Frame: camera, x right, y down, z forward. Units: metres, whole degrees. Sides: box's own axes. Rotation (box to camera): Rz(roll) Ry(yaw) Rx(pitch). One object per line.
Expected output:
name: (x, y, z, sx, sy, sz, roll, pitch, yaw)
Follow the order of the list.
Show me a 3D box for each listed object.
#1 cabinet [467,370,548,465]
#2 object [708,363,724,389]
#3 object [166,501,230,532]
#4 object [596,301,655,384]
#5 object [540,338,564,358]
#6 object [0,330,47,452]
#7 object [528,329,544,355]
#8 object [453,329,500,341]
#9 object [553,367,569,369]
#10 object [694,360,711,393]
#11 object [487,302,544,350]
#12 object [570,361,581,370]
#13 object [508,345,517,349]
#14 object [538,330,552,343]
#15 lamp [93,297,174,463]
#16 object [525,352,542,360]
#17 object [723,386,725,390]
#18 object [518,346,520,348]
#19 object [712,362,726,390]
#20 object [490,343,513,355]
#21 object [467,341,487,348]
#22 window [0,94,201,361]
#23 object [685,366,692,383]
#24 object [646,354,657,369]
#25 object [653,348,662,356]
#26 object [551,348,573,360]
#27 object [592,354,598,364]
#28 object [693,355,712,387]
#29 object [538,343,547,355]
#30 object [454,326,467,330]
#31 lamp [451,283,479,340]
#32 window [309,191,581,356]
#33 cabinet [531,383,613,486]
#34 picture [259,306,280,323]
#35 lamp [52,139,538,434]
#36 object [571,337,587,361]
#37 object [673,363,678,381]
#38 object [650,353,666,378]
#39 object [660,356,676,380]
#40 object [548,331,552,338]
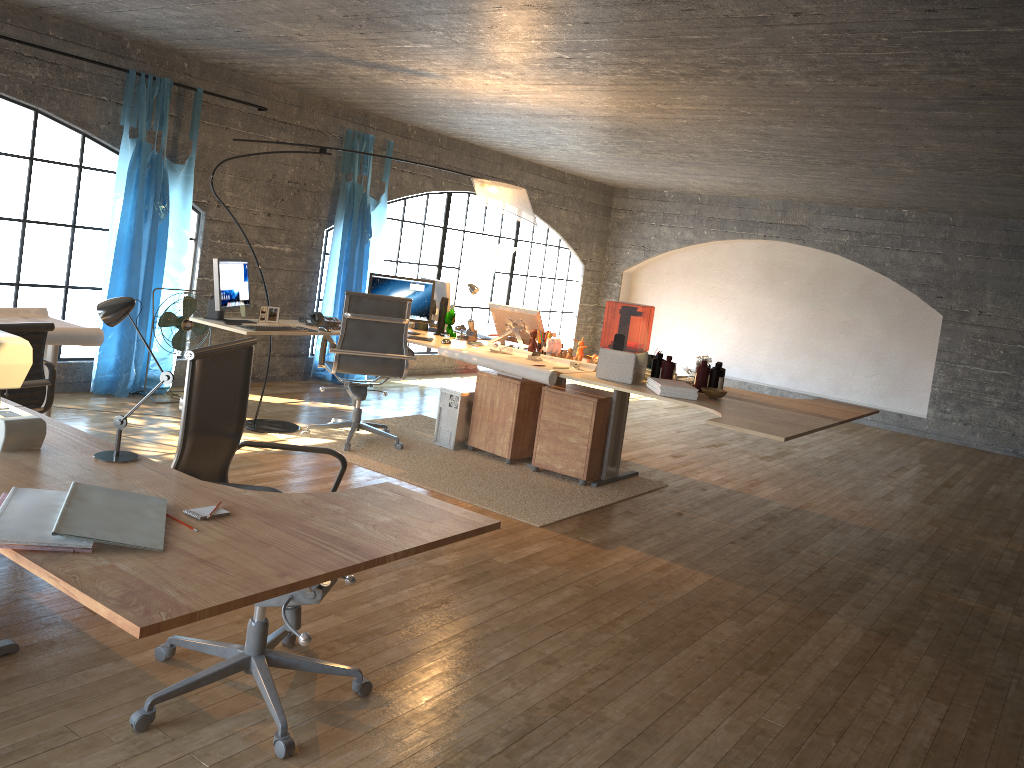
cabinet: (0.020, 0.222, 6.113, 0.429, 0.569, 0.472, 12, 6, 42)
object: (1.193, -0.029, 5.158, 0.080, 0.186, 0.079, 11, 5, 41)
object: (-0.646, 0.280, 1.885, 0.129, 0.013, 0.142, 14, 10, 37)
object: (0.677, -0.253, 5.254, 0.224, 0.456, 0.270, 10, 4, 24)
object: (0.270, -0.240, 5.916, 0.154, 0.135, 0.100, 6, 5, -21)
object: (-1.355, -0.012, 2.267, 0.406, 0.283, 0.136, 12, 6, 34)
object: (0.158, -0.282, 5.958, 0.093, 0.176, 0.227, 6, 6, -28)
object: (-0.289, -0.376, 6.753, 0.186, 0.011, 0.496, 3, 10, -31)
object: (0.300, -0.098, 5.411, 0.008, 0.007, 0.146, 13, 10, 43)
object: (1.120, -0.045, 5.195, 0.079, 0.186, 0.080, 5, 5, -38)
object: (0.028, -0.397, 6.202, 0.398, 0.298, 0.286, 11, 6, 25)
object: (0.396, -0.119, 5.526, 0.022, 0.042, 0.136, 7, 8, -19)
object: (-0.016, -0.269, 6.234, 0.096, 0.024, 0.108, 1, 11, -41)
object: (0.217, -0.284, 6.010, 0.101, 0.175, 0.105, 9, 4, 20)
lamp: (-0.957, -0.012, 2.214, 0.208, 0.407, 0.105, 9, 3, 20)
object: (0.141, -0.184, 5.682, 0.049, 0.055, 0.130, 11, 8, 34)
object: (1.296, 0.027, 5.400, 0.017, 0.037, 0.017, 7, 4, -11)
object: (0.049, -0.264, 6.313, 0.012, 0.009, 0.127, 8, 8, -4)
object: (1.224, -0.039, 5.252, 0.080, 0.186, 0.079, 11, 5, 41)
object: (-0.067, -0.233, 5.801, 0.159, 0.064, 0.054, 8, 5, 1)
object: (-0.228, -0.272, 6.052, 0.108, 0.022, 0.140, 2, 10, -36)
window: (-3.737, -0.740, 3.393, 3.181, 1.857, 7.015, 7, 8, -6)
object: (1.074, -0.046, 5.397, 0.037, 0.120, 0.075, 8, 4, 8)
object: (0.861, -0.139, 5.488, 0.077, 0.082, 0.077, 9, 5, 13)
object: (0.887, -0.183, 5.497, 0.076, 0.101, 0.154, 6, 7, -26)
object: (0.347, -0.225, 5.938, 0.074, 0.119, 0.218, 5, 7, -37)
object: (0.577, -0.146, 5.756, 0.180, 0.081, 0.146, 4, 8, -26)
object: (1.139, -0.065, 5.284, 0.095, 0.213, 0.098, 10, 4, 32)
object: (0.208, -0.238, 6.016, 0.076, 0.082, 0.078, 4, 7, -37)
object: (-0.411, -0.450, 7.074, 0.100, 0.034, 0.060, 5, 7, -21)
lamp: (-0.349, -0.524, 6.327, 0.105, 0.407, 0.209, 5, 5, -44)
window: (-2.361, -1.007, 6.496, 3.929, 1.839, 12.300, 10, 8, 13)
cabinet: (0.429, 0.324, 5.802, 0.430, 0.569, 0.426, 11, 6, 32)
picture: (-1.576, -0.450, 5.700, 0.032, 0.104, 0.158, 10, 7, 34)
lamp: (-2.957, -0.821, 5.690, 6.223, 1.925, 0.388, 7, 3, -10)
object: (0.436, -0.218, 5.741, 0.093, 0.188, 0.085, 6, 4, -32)
object: (0.990, -0.063, 5.407, 0.039, 0.128, 0.133, 10, 6, 29)
object: (0.876, -0.092, 5.286, 0.080, 0.186, 0.079, 11, 5, 41)
object: (0.915, -0.073, 5.194, 0.079, 0.186, 0.080, 5, 5, -38)
object: (0.269, -0.295, 6.162, 0.105, 0.143, 0.104, 9, 5, 8)
